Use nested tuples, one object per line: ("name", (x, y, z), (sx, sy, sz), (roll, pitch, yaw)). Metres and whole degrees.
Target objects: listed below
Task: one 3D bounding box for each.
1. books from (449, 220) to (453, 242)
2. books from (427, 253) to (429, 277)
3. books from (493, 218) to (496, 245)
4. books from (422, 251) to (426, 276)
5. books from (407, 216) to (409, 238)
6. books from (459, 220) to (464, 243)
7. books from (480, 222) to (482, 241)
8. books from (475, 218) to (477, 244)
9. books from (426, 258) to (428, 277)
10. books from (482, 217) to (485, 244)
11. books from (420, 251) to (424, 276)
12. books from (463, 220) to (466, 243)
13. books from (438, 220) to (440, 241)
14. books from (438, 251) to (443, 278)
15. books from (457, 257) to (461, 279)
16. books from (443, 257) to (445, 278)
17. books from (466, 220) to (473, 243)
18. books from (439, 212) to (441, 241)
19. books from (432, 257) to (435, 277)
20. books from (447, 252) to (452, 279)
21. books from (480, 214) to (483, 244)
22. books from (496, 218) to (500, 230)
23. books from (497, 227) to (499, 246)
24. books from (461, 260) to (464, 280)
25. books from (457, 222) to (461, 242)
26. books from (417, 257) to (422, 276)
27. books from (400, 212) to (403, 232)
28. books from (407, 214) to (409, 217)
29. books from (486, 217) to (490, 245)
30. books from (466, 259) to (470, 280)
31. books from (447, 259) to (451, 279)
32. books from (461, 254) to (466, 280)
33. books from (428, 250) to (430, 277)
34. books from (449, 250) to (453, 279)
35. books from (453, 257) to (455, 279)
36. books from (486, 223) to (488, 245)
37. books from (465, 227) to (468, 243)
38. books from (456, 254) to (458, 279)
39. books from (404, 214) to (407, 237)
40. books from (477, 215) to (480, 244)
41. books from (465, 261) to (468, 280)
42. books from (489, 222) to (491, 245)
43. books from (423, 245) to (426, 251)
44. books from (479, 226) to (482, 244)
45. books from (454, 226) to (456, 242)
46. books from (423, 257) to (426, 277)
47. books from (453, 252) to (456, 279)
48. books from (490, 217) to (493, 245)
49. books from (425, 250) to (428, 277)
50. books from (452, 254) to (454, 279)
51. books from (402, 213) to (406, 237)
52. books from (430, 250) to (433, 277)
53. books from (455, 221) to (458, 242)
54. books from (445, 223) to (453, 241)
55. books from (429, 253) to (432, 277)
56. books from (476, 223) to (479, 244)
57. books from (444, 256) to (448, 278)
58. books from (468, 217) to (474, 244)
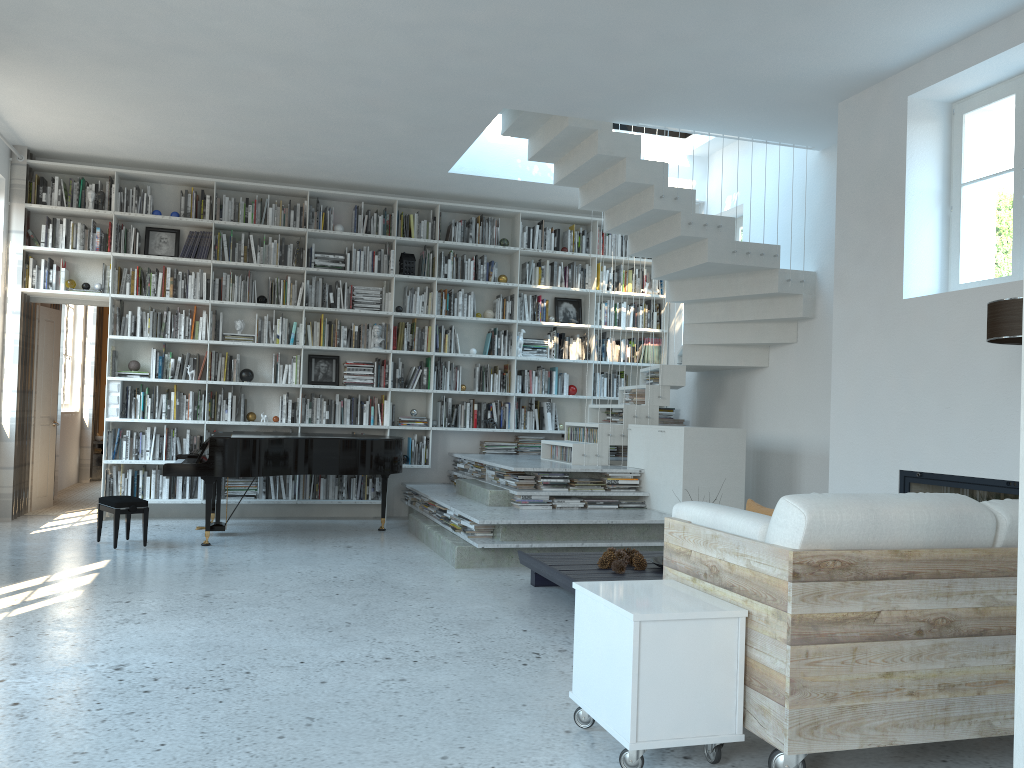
("books", (-0.618, -1.521, 8.956), (0.009, 0.244, 0.173), (2, -2, -17))
("books", (-0.853, -1.171, 8.880), (0.005, 0.255, 0.158), (2, -1, -17))
("books", (-0.202, -1.530, 9.081), (0.013, 0.297, 0.188), (2, -1, -17))
("books", (-0.895, -1.181, 8.864), (0.022, 0.272, 0.181), (2, -1, -17))
("books", (-1.048, -1.535, 8.818), (0.015, 0.233, 0.171), (2, -2, -17))
("books", (-0.522, -1.523, 8.993), (0.030, 0.255, 0.161), (2, -1, -17))
("books", (-0.334, -1.513, 9.044), (0.008, 0.251, 0.170), (2, -1, -17))
("books", (-0.385, -1.531, 9.044), (0.007, 0.285, 0.159), (2, -1, -17))
("books", (-0.865, -1.149, 8.887), (0.013, 0.210, 0.140), (2, -1, -17))
("books", (-0.311, -1.536, 9.033), (0.015, 0.299, 0.183), (2, -1, -17))
("books", (-0.907, -1.183, 8.847), (0.021, 0.272, 0.190), (2, -2, -17))
("books", (-0.498, -1.522, 9.003), (0.021, 0.256, 0.169), (2, -1, -17))
("books", (-0.761, -1.520, 8.911), (0.033, 0.229, 0.175), (2, -2, -17))
("books", (-0.717, -1.179, 8.922), (0.012, 0.285, 0.159), (2, -1, -17))
("books", (-0.552, -1.150, 8.970), (0.027, 0.241, 0.160), (2, -1, -17))
("books", (-0.700, -1.155, 8.942), (0.012, 0.239, 0.138), (2, -1, -17))
("books", (-0.438, -1.521, 8.996), (0.028, 0.258, 0.185), (2, -2, -17))
("books", (-0.737, -1.557, 8.909), (0.019, 0.304, 0.176), (2, -1, -17))
("books", (-0.798, -1.149, 8.881), (0.008, 0.213, 0.223), (2, -2, -17))
("books", (-0.637, -1.174, 8.953), (0.011, 0.283, 0.173), (2, -1, -17))
("books", (-0.326, -1.551, 9.046), (0.007, 0.329, 0.183), (2, -1, -17))
("books", (-0.155, -1.533, 9.095), (0.006, 0.306, 0.163), (2, -1, -17))
("books", (-0.166, -1.484, 9.090), (0.014, 0.209, 0.188), (2, -2, -17))
("books", (-0.519, -1.139, 9.002), (0.028, 0.223, 0.142), (2, -1, -17))
("books", (-0.551, -1.509, 8.985), (0.028, 0.226, 0.163), (2, -2, -17))
("books", (-0.925, -1.153, 8.875), (0.019, 0.213, 0.156), (2, -2, -17))
("books", (-1.103, -1.560, 8.821), (0.007, 0.279, 0.150), (2, -1, -17))
("books", (-1.047, -1.549, 8.855), (0.007, 0.264, 0.133), (2, -1, -17))
("books", (-0.256, -1.537, 9.065), (0.008, 0.307, 0.182), (2, -1, -17))
("books", (-0.454, -1.143, 9.004), (0.023, 0.237, 0.149), (2, -1, -17))
("books", (-0.651, -1.138, 8.931), (0.026, 0.208, 0.181), (2, -2, -17))
("books", (-0.498, -1.168, 9.006), (0.013, 0.284, 0.154), (2, -1, -17))
("books", (-0.852, -1.187, 8.910), (0.013, 0.289, 0.131), (2, -1, -17))
("books", (-0.622, -1.186, 8.952), (0.014, 0.307, 0.152), (2, -1, -17))
("books", (-0.604, -1.149, 8.965), (0.012, 0.235, 0.165), (2, -2, -17))
("books", (-0.274, -1.510, 9.068), (0.024, 0.252, 0.149), (2, -1, -17))
("books", (-0.479, -1.488, 9.026), (0.031, 0.190, 0.132), (2, -2, -17))
("books", (-0.577, -1.168, 8.987), (0.012, 0.276, 0.133), (2, -1, -17))
("books", (-1.063, -1.549, 8.832), (0.008, 0.262, 0.142), (2, -1, -17))
("books", (-0.357, -1.544, 9.038), (0.006, 0.312, 0.179), (2, -1, -17))
("books", (-0.480, -1.134, 9.009), (0.025, 0.216, 0.144), (2, -1, -17))
("books", (-0.248, -1.513, 9.074), (0.014, 0.258, 0.149), (2, -1, -17))
("books", (-0.891, -1.214, 8.882), (0.025, 0.339, 0.143), (2, -1, -17))
("books", (-0.343, -1.488, 9.025), (0.018, 0.201, 0.188), (2, -2, -17))
("books", (-0.591, -1.490, 8.972), (0.009, 0.183, 0.160), (2, -2, -17))
("books", (-0.888, -1.153, 8.882), (0.024, 0.217, 0.169), (2, -2, -17))
("books", (-0.591, -1.178, 8.976), (0.021, 0.296, 0.138), (2, -1, -17))
("books", (-0.226, -1.542, 9.104), (0.008, 0.321, 0.133), (2, -1, -17))
("books", (-0.871, -1.189, 8.865), (0.021, 0.288, 0.179), (2, -1, -17))
("books", (-0.611, -1.166, 8.954), (0.010, 0.268, 0.166), (2, -1, -17))
("books", (-1.081, -1.550, 8.818), (0.034, 0.261, 0.157), (2, -1, -17))
("books", (-0.813, -1.187, 8.913), (0.005, 0.292, 0.130), (2, -1, -17))
("books", (-0.576, -1.513, 8.964), (0.013, 0.229, 0.174), (2, -2, -17))
("books", (-0.643, -1.503, 8.941), (0.046, 0.206, 0.183), (2, -2, -17))
("books", (-0.827, -1.167, 8.873), (0.013, 0.248, 0.186), (2, -2, -17))
("books", (-0.369, -1.504, 9.029), (0.018, 0.231, 0.160), (2, -1, -17))
("books", (-0.680, -1.156, 8.942), (0.026, 0.243, 0.148), (2, -1, -17))
("books", (-0.420, -1.537, 9.027), (0.024, 0.292, 0.167), (2, -1, -17))
